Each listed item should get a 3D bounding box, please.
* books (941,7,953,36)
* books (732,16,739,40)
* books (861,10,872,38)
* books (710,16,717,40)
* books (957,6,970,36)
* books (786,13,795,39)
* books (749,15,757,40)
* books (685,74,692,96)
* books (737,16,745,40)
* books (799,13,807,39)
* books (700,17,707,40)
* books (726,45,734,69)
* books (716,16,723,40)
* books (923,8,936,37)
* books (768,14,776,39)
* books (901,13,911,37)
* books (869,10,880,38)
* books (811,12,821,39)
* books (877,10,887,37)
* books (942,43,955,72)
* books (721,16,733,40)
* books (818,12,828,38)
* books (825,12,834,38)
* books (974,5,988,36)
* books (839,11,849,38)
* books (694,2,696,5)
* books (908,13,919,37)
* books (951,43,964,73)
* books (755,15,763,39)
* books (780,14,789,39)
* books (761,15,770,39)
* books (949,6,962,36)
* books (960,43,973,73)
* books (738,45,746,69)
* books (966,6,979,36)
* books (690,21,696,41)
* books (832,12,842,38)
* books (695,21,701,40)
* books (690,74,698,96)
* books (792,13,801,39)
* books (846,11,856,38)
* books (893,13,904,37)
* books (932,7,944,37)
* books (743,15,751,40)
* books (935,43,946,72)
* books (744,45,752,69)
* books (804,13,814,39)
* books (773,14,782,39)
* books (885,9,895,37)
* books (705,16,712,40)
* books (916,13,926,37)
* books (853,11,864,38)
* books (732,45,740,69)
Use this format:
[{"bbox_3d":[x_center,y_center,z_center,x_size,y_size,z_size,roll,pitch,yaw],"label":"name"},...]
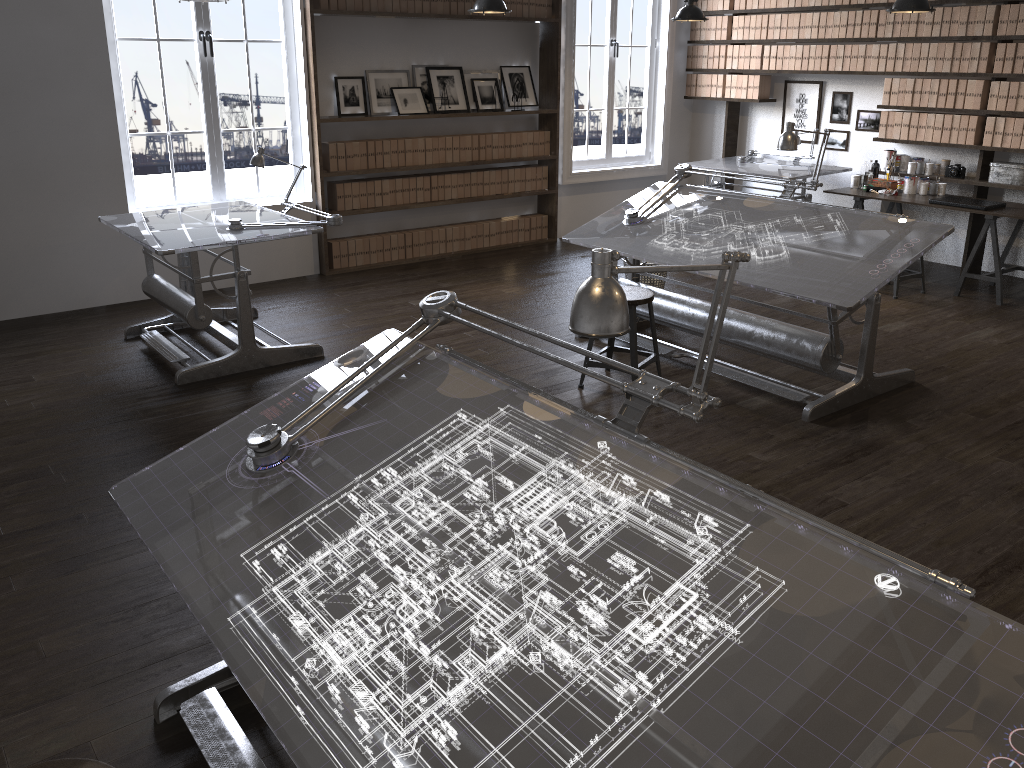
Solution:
[{"bbox_3d":[3.502,-2.878,7.050,0.175,0.222,0.067,-14,23,-35],"label":"books"},{"bbox_3d":[2.235,-3.471,8.646,0.175,0.222,0.067,-14,23,-35],"label":"books"},{"bbox_3d":[3.080,-3.077,7.584,0.175,0.222,0.067,-14,23,-35],"label":"books"},{"bbox_3d":[2.068,-3.553,8.850,0.175,0.222,0.067,-14,23,-35],"label":"books"},{"bbox_3d":[3.582,-2.838,6.941,0.175,0.222,0.067,-14,23,-35],"label":"books"},{"bbox_3d":[2.620,-3.292,8.164,0.175,0.222,0.067,-14,23,-35],"label":"books"},{"bbox_3d":[2.361,-3.412,8.488,0.175,0.222,0.067,-14,23,-35],"label":"books"},{"bbox_3d":[1.898,-3.118,9.237,0.175,0.222,0.067,-14,23,-35],"label":"books"},{"bbox_3d":[2.276,-3.450,8.589,0.175,0.222,0.067,-14,23,-35],"label":"books"},{"bbox_3d":[2.700,-3.254,8.061,0.175,0.222,0.067,-14,23,-35],"label":"books"},{"bbox_3d":[1.992,-3.590,8.951,0.175,0.222,0.067,-14,23,-35],"label":"books"},{"bbox_3d":[2.207,-3.230,8.755,0.175,0.222,0.067,-14,23,-35],"label":"books"},{"bbox_3d":[2.113,-3.535,8.802,0.175,0.222,0.067,-14,23,-35],"label":"books"},{"bbox_3d":[3.414,-2.918,7.157,0.175,0.222,0.067,-14,23,-35],"label":"books"},{"bbox_3d":[2.492,-3.352,8.326,0.175,0.222,0.067,-14,23,-35],"label":"books"},{"bbox_3d":[3.298,-2.974,7.309,0.175,0.222,0.067,-14,23,-35],"label":"books"},{"bbox_3d":[3.121,-3.055,7.525,0.175,0.222,0.067,-14,23,-35],"label":"books"},{"bbox_3d":[2.779,-3.215,7.957,0.175,0.222,0.067,-14,23,-35],"label":"books"},{"bbox_3d":[3.170,-3.035,7.471,0.175,0.222,0.067,-14,23,-35],"label":"books"},{"bbox_3d":[3.532,-2.609,7.083,0.175,0.222,0.067,-14,23,-35],"label":"books"},{"bbox_3d":[2.156,-3.515,8.748,0.175,0.222,0.067,-14,23,-35],"label":"books"},{"bbox_3d":[2.824,-3.196,7.905,0.175,0.222,0.067,-14,23,-35],"label":"books"},{"bbox_3d":[2.868,-3.177,7.853,0.175,0.222,0.067,-14,23,-35],"label":"books"},{"bbox_3d":[3.663,-2.802,6.844,0.175,0.222,0.067,-14,23,-35],"label":"books"},{"bbox_3d":[2.948,-3.135,7.741,0.175,0.222,0.067,-14,23,-35],"label":"books"},{"bbox_3d":[1.899,-3.892,8.981,0.175,0.222,0.067,-14,23,-35],"label":"books"},{"bbox_3d":[3.334,-2.954,7.254,0.175,0.222,0.067,-14,23,-35],"label":"books"},{"bbox_3d":[3.577,-2.592,7.035,0.175,0.222,0.067,-14,23,-35],"label":"books"},{"bbox_3d":[2.402,-3.394,8.440,0.175,0.222,0.067,-14,23,-35],"label":"books"},{"bbox_3d":[2.577,-3.312,8.218,0.175,0.222,0.067,-14,23,-35],"label":"books"},{"bbox_3d":[2.443,-3.372,8.380,0.175,0.222,0.067,-14,23,-35],"label":"books"},{"bbox_3d":[3.546,-2.859,6.998,0.175,0.222,0.067,-14,23,-35],"label":"books"},{"bbox_3d":[3.620,-2.572,6.981,0.175,0.222,0.067,-14,23,-35],"label":"books"},{"bbox_3d":[2.298,-3.192,8.651,0.175,0.222,0.067,-14,23,-35],"label":"books"},{"bbox_3d":[3.626,-2.820,6.893,0.175,0.222,0.067,-14,23,-35],"label":"books"},{"bbox_3d":[1.908,-3.631,9.060,0.175,0.222,0.067,-14,23,-35],"label":"books"},{"bbox_3d":[2.907,-3.156,7.798,0.175,0.222,0.067,-14,23,-35],"label":"books"},{"bbox_3d":[1.947,-3.610,9.005,0.175,0.222,0.067,-14,23,-35],"label":"books"},{"bbox_3d":[1.939,-3.096,9.177,0.175,0.222,0.067,-14,23,-35],"label":"books"},{"bbox_3d":[2.656,-3.272,8.110,0.175,0.222,0.067,-14,23,-35],"label":"books"},{"bbox_3d":[2.991,-3.115,7.686,0.175,0.222,0.067,-14,23,-35],"label":"books"},{"bbox_3d":[3.255,-2.994,7.363,0.175,0.222,0.067,-14,23,-35],"label":"books"},{"bbox_3d":[3.457,-2.897,7.101,0.175,0.222,0.067,-14,23,-35],"label":"books"},{"bbox_3d":[2.319,-3.429,8.534,0.175,0.222,0.067,-14,23,-35],"label":"books"},{"bbox_3d":[3.495,-2.629,7.137,0.175,0.222,0.067,-14,23,-35],"label":"books"},{"bbox_3d":[2.339,-3.172,8.597,0.175,0.222,0.067,-14,23,-35],"label":"books"},{"bbox_3d":[2.737,-3.236,8.013,0.175,0.222,0.067,-14,23,-35],"label":"books"},{"bbox_3d":[2.531,-3.331,8.270,0.175,0.222,0.067,-14,23,-35],"label":"books"},{"bbox_3d":[3.209,-3.014,7.414,0.175,0.222,0.067,-14,23,-35],"label":"books"},{"bbox_3d":[2.031,-3.573,8.904,0.175,0.222,0.067,-14,23,-35],"label":"books"},{"bbox_3d":[3.378,-2.936,7.206,0.175,0.222,0.067,-14,23,-35],"label":"books"},{"bbox_3d":[3.033,-3.098,7.640,0.175,0.222,0.067,-14,23,-35],"label":"books"},{"bbox_3d":[2.253,-3.211,8.702,0.175,0.222,0.067,-14,23,-35],"label":"books"}]
